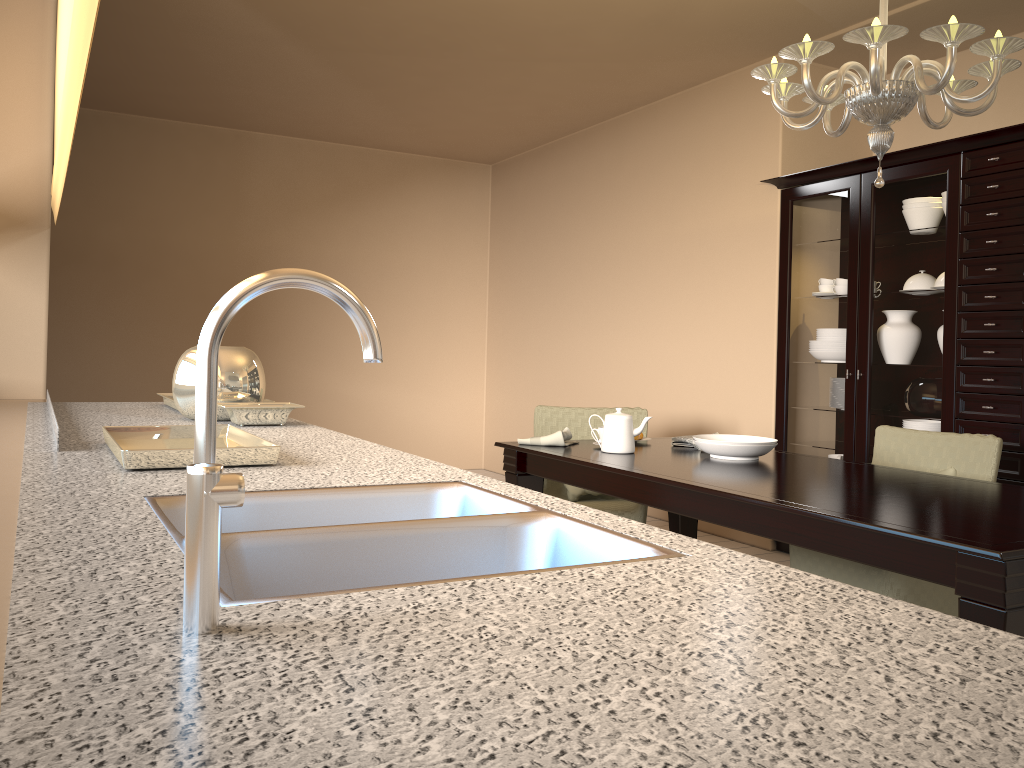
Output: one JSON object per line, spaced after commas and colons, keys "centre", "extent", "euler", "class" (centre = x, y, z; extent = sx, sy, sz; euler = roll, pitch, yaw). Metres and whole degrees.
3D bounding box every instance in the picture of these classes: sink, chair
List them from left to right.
{"centre": [-0.147, 0.116, 1.005], "extent": [0.458, 0.481, 0.539], "euler": [1, 1, -28], "class": "sink"}
{"centre": [0.335, 0.509, 3.968], "extent": [0.563, 0.801, 0.561], "euler": [2, 1, 8], "class": "chair"}
{"centre": [1.335, 0.563, 3.166], "extent": [0.561, 0.801, 0.564], "euler": [1, 1, -22], "class": "chair"}

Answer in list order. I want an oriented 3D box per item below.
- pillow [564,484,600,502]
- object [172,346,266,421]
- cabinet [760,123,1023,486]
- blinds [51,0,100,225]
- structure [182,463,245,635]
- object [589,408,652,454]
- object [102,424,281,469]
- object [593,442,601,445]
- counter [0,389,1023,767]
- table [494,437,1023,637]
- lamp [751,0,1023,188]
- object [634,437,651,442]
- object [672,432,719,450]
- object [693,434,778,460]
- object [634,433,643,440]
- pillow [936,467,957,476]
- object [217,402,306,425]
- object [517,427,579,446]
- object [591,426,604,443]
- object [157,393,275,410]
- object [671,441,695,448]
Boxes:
{"centre": [0.360, 0.376, 4.075], "extent": [0.316, 0.295, 0.247], "euler": [1, 1, -15], "class": "pillow"}
{"centre": [-0.778, -0.003, 2.359], "extent": [0.235, 0.195, 0.235], "euler": [1, 1, -12], "class": "object"}
{"centre": [2.244, -0.079, 3.720], "extent": [0.888, 1.840, 2.491], "euler": [1, 1, -28], "class": "cabinet"}
{"centre": [-0.686, -0.847, 1.412], "extent": [0.022, 0.782, 3.552], "euler": [2, 2, -28], "class": "blinds"}
{"centre": [-0.207, 0.123, 0.612], "extent": [0.036, 0.135, 0.024], "euler": [2, 0, -28], "class": "structure"}
{"centre": [0.377, 0.160, 3.097], "extent": [0.198, 0.156, 0.118], "euler": [1, 1, -22], "class": "object"}
{"centre": [-0.586, 0.106, 1.583], "extent": [0.240, 0.030, 0.429], "euler": [0, 2, -28], "class": "object"}
{"centre": [0.374, 0.226, 3.261], "extent": [0.154, 0.012, 0.154], "euler": [2, 2, 22], "class": "object"}
{"centre": [-0.245, 0.143, 1.108], "extent": [0.652, 0.068, 4.242], "euler": [0, 2, -28], "class": "counter"}
{"centre": [0.800, 0.590, 2.679], "extent": [0.918, 0.653, 1.992], "euler": [1, 2, -28], "class": "table"}
{"centre": [1.019, -1.099, 2.425], "extent": [0.675, 1.128, 0.701], "euler": [1, 0, -10], "class": "lamp"}
{"centre": [0.451, 0.219, 3.487], "extent": [0.194, 0.014, 0.194], "euler": [3, 2, 37], "class": "object"}
{"centre": [0.745, 0.217, 3.348], "extent": [0.233, 0.051, 0.164], "euler": [1, 2, -28], "class": "object"}
{"centre": [0.758, 0.218, 3.021], "extent": [0.281, 0.066, 0.282], "euler": [0, 2, -34], "class": "object"}
{"centre": [0.451, 0.195, 3.499], "extent": [0.138, 0.051, 0.062], "euler": [1, 1, -9], "class": "object"}
{"centre": [1.441, 0.435, 3.197], "extent": [0.192, 0.295, 0.440], "euler": [1, 1, -29], "class": "pillow"}
{"centre": [-0.633, 0.075, 2.212], "extent": [0.197, 0.048, 0.153], "euler": [1, 2, -28], "class": "object"}
{"centre": [0.131, 0.192, 3.321], "extent": [0.197, 0.063, 0.204], "euler": [2, 2, 24], "class": "object"}
{"centre": [0.372, 0.196, 3.258], "extent": [0.125, 0.069, 0.116], "euler": [0, 2, -35], "class": "object"}
{"centre": [-0.918, 0.057, 2.721], "extent": [0.274, 0.034, 0.446], "euler": [0, 2, -28], "class": "object"}
{"centre": [0.740, 0.230, 3.384], "extent": [0.232, 0.027, 0.164], "euler": [2, 2, 27], "class": "object"}
